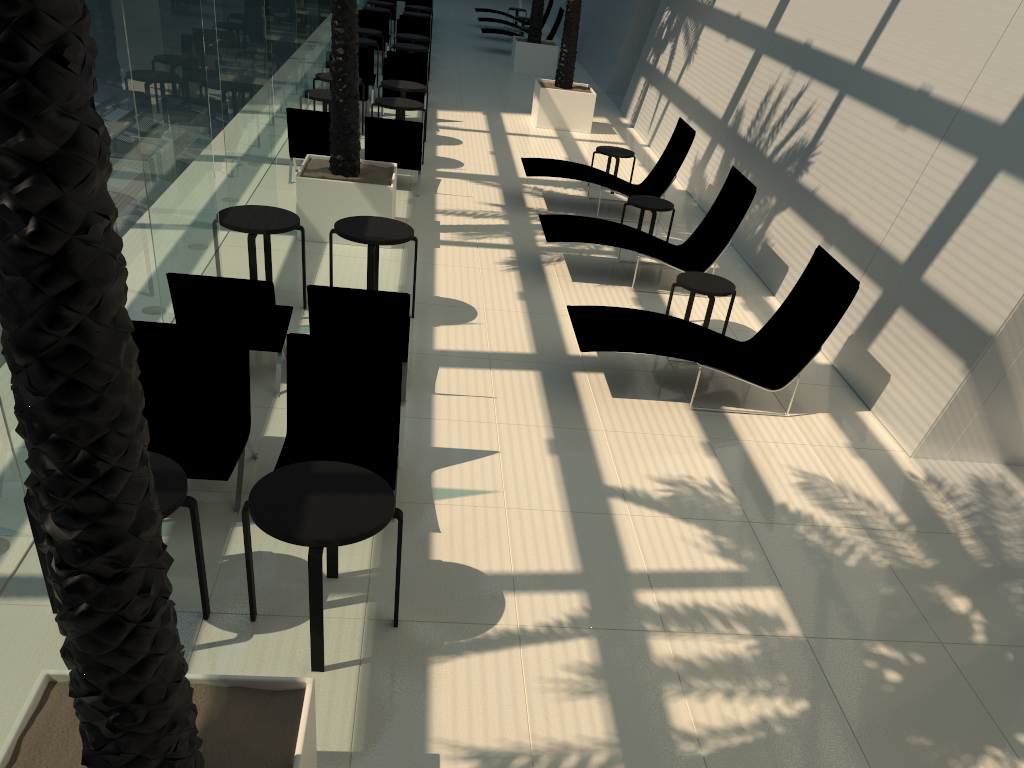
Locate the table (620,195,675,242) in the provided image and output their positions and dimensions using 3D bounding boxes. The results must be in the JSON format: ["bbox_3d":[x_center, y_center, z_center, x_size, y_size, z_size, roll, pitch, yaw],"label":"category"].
[{"bbox_3d":[1.610,-1.915,10.437,0.534,0.558,0.529,27,36,30],"label":"table"}]

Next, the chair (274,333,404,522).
[{"bbox_3d":[-1.042,0.309,5.272,0.717,0.958,0.816,3,31,-7],"label":"chair"}]

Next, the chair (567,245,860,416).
[{"bbox_3d":[1.521,-0.518,7.125,2.039,1.248,0.849,4,31,-7],"label":"chair"}]

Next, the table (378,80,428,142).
[{"bbox_3d":[-1.690,-4.191,13.448,0.656,0.842,0.650,27,36,29],"label":"table"}]

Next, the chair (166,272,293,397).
[{"bbox_3d":[-2.065,-0.524,6.530,0.717,0.958,0.816,3,31,-7],"label":"chair"}]

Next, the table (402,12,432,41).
[{"bbox_3d":[-2.352,-8.620,21.360,0.660,0.842,0.645,24,35,26],"label":"table"}]

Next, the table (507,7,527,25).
[{"bbox_3d":[0.153,-11.796,28.096,0.534,0.558,0.529,27,36,30],"label":"table"}]

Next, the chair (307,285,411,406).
[{"bbox_3d":[-1.141,-0.455,6.642,0.717,0.958,0.816,3,31,-7],"label":"chair"}]

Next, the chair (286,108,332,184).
[{"bbox_3d":[-2.444,-3.091,11.117,0.717,0.958,0.816,3,31,-7],"label":"chair"}]

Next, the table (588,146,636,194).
[{"bbox_3d":[1.439,-3.075,12.510,0.538,0.558,0.526,24,35,26],"label":"table"}]

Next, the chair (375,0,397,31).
[{"bbox_3d":[-3.477,-10.001,23.464,0.717,0.958,0.816,3,31,-7],"label":"chair"}]

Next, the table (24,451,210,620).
[{"bbox_3d":[-1.901,0.821,4.244,0.652,0.842,0.654,31,38,33],"label":"table"}]

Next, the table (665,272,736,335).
[{"bbox_3d":[1.787,-0.719,8.299,0.534,0.558,0.529,27,36,30],"label":"table"}]

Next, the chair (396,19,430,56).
[{"bbox_3d":[-2.167,-7.319,18.907,0.717,0.958,0.816,3,31,-7],"label":"chair"}]

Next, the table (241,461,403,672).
[{"bbox_3d":[-0.940,0.893,4.361,0.652,0.842,0.654,31,38,33],"label":"table"}]

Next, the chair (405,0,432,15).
[{"bbox_3d":[-2.553,-9.932,23.576,0.717,0.958,0.816,3,31,-7],"label":"chair"}]

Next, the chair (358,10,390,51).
[{"bbox_3d":[-3.191,-8.158,20.174,0.717,0.958,0.816,3,31,-7],"label":"chair"}]

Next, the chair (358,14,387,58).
[{"bbox_3d":[-3.092,-7.389,18.794,0.717,0.958,0.816,3,31,-7],"label":"chair"}]

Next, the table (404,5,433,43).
[{"bbox_3d":[-2.451,-9.348,22.664,0.656,0.842,0.650,27,36,29],"label":"table"}]

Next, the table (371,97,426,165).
[{"bbox_3d":[-1.604,-3.546,12.293,0.660,0.842,0.645,24,35,26],"label":"table"}]

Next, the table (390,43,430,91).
[{"bbox_3d":[-1.977,-6.075,16.813,0.660,0.842,0.645,24,35,26],"label":"table"}]

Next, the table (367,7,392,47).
[{"bbox_3d":[-3.314,-8.692,21.243,0.660,0.842,0.645,24,35,26],"label":"table"}]

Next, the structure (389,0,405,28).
[{"bbox_3d":[-2.737,-13.457,23.054,4.793,7.562,4.124,13,32,9],"label":"structure"}]

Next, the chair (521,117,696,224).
[{"bbox_3d":[1.174,-2.874,11.336,2.039,1.248,0.849,4,31,-7],"label":"chair"}]

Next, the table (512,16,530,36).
[{"bbox_3d":[0.324,-10.636,26.023,0.534,0.558,0.529,27,36,30],"label":"table"}]

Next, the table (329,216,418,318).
[{"bbox_3d":[-1.227,-0.991,7.726,0.660,0.842,0.645,24,35,26],"label":"table"}]

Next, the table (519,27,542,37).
[{"bbox_3d":[0.495,-9.476,23.950,0.534,0.558,0.529,27,36,30],"label":"table"}]

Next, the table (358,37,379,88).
[{"bbox_3d":[-2.938,-6.147,16.696,0.660,0.842,0.645,24,35,26],"label":"table"}]

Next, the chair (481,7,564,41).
[{"bbox_3d":[0.230,-9.275,22.776,2.039,1.248,0.849,4,31,-7],"label":"chair"}]

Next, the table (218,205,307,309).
[{"bbox_3d":[-2.188,-1.063,7.609,0.660,0.842,0.645,24,35,26],"label":"table"}]

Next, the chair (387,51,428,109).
[{"bbox_3d":[-1.891,-5.539,15.729,0.717,0.958,0.816,3,31,-7],"label":"chair"}]

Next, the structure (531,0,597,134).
[{"bbox_3d":[1.371,-7.866,14.051,4.194,7.427,4.373,22,34,22],"label":"structure"}]

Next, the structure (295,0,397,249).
[{"bbox_3d":[-1.459,-4.823,7.626,4.822,7.562,4.097,0,32,-12],"label":"structure"}]

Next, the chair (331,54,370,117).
[{"bbox_3d":[-2.717,-4.844,14.247,0.717,0.958,0.816,3,31,-7],"label":"chair"}]

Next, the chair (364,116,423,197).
[{"bbox_3d":[-1.519,-3.022,11.229,0.717,0.958,0.816,3,31,-7],"label":"chair"}]

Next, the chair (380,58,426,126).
[{"bbox_3d":[-1.792,-4.775,14.359,0.717,0.958,0.816,3,31,-7],"label":"chair"}]

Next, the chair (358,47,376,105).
[{"bbox_3d":[-2.815,-5.608,15.616,0.717,0.958,0.816,3,31,-7],"label":"chair"}]

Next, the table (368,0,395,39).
[{"bbox_3d":[-3.412,-9.420,22.548,0.656,0.842,0.650,27,36,29],"label":"table"}]

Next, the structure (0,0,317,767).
[{"bbox_3d":[-0.943,-1.153,1.059,4.409,7.562,4.485,-9,35,-24],"label":"structure"}]

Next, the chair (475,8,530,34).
[{"bbox_3d":[-0.113,-11.595,26.922,2.039,1.248,0.849,4,31,-7],"label":"chair"}]

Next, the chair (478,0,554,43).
[{"bbox_3d":[0.058,-10.435,24.849,2.039,1.248,0.849,4,31,-7],"label":"chair"}]

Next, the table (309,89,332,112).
[{"bbox_3d":[-2.565,-3.618,12.176,0.660,0.842,0.645,24,35,26],"label":"table"}]

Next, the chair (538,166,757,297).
[{"bbox_3d":[1.345,-1.714,9.263,2.039,1.248,0.849,4,31,-7],"label":"chair"}]

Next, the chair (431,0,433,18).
[{"bbox_3d":[-2.746,-11.341,26.097,0.717,0.958,0.816,3,31,-7],"label":"chair"}]

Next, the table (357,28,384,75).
[{"bbox_3d":[-3.027,-6.808,17.878,0.656,0.842,0.650,27,36,29],"label":"table"}]

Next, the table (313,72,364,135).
[{"bbox_3d":[-2.651,-4.263,13.331,0.656,0.842,0.650,27,36,29],"label":"table"}]

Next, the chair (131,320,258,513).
[{"bbox_3d":[-1.967,0.240,5.160,0.717,0.958,0.816,3,31,-7],"label":"chair"}]

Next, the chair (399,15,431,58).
[{"bbox_3d":[-2.267,-8.089,20.286,0.717,0.958,0.816,3,31,-7],"label":"chair"}]

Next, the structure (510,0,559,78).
[{"bbox_3d":[0.765,-10.560,18.880,4.592,7.361,3.991,-9,35,-24],"label":"structure"}]

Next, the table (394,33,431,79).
[{"bbox_3d":[-2.065,-6.736,17.995,0.656,0.842,0.650,27,36,29],"label":"table"}]
